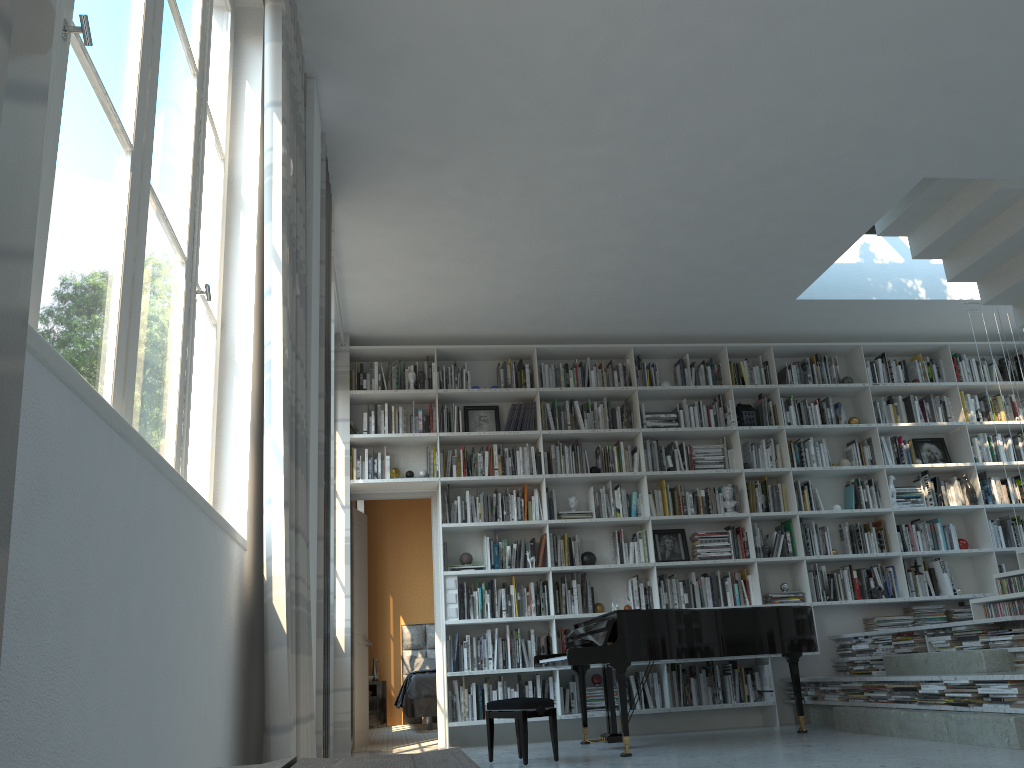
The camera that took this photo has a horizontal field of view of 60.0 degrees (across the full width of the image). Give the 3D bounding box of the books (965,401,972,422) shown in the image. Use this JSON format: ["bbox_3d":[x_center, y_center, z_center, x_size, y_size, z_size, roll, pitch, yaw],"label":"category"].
[{"bbox_3d":[4.027,0.273,7.925,0.024,0.204,0.166,-1,-18,-8],"label":"books"}]

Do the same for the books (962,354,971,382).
[{"bbox_3d":[4.134,-0.099,8.146,0.012,0.305,0.185,-1,-18,-8],"label":"books"}]

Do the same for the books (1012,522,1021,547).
[{"bbox_3d":[4.340,1.330,7.713,0.014,0.229,0.173,-1,-18,-8],"label":"books"}]

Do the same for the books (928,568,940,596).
[{"bbox_3d":[3.523,1.684,7.485,0.031,0.238,0.172,-1,-18,-8],"label":"books"}]

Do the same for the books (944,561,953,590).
[{"bbox_3d":[3.653,1.657,7.504,0.025,0.286,0.160,-1,-18,-8],"label":"books"}]

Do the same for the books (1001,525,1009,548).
[{"bbox_3d":[4.239,1.343,7.700,0.025,0.207,0.149,-1,-18,-8],"label":"books"}]

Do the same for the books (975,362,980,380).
[{"bbox_3d":[4.238,-0.066,8.154,0.011,0.236,0.149,-1,-18,-8],"label":"books"}]

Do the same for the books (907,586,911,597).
[{"bbox_3d":[3.286,1.705,7.464,0.033,0.212,0.140,-1,-18,-8],"label":"books"}]

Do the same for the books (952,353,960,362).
[{"bbox_3d":[4.085,-0.106,8.156,0.014,0.330,0.143,-1,-18,-8],"label":"books"}]

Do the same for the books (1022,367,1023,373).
[{"bbox_3d":[4.680,-0.048,8.203,0.036,0.182,0.162,-1,-18,-8],"label":"books"}]

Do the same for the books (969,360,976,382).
[{"bbox_3d":[4.192,-0.076,8.152,0.022,0.258,0.164,-1,-18,-8],"label":"books"}]

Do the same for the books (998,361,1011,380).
[{"bbox_3d":[4.554,-0.074,8.204,0.068,0.246,0.161,-1,-18,-8],"label":"books"}]

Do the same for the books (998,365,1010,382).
[{"bbox_3d":[4.512,-0.053,8.174,0.024,0.192,0.187,-1,-18,-8],"label":"books"}]

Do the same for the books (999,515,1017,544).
[{"bbox_3d":[4.324,1.301,7.727,0.013,0.296,0.142,-1,-18,-8],"label":"books"}]

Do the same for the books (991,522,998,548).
[{"bbox_3d":[4.135,1.329,7.681,0.037,0.235,0.153,-1,-18,-8],"label":"books"}]

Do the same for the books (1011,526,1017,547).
[{"bbox_3d":[4.306,1.347,7.710,0.027,0.200,0.164,-1,-18,-8],"label":"books"}]

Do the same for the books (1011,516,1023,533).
[{"bbox_3d":[4.398,1.303,7.727,0.011,0.283,0.161,-1,-18,-8],"label":"books"}]

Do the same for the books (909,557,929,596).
[{"bbox_3d":[3.437,1.639,7.484,0.014,0.332,0.169,-1,-18,-8],"label":"books"}]

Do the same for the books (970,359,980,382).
[{"bbox_3d":[4.217,-0.078,8.157,0.029,0.263,0.179,-1,-18,-8],"label":"books"}]

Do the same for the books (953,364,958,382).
[{"bbox_3d":[4.022,-0.053,8.133,0.025,0.222,0.137,-1,-18,-8],"label":"books"}]

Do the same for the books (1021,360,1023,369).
[{"bbox_3d":[4.703,-0.078,8.220,0.014,0.247,0.185,-1,-18,-8],"label":"books"}]

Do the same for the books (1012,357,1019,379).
[{"bbox_3d":[4.638,-0.094,8.230,0.012,0.291,0.140,-1,-18,-8],"label":"books"}]

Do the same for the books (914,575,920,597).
[{"bbox_3d":[3.366,1.702,7.464,0.025,0.209,0.137,-1,-18,-8],"label":"books"}]

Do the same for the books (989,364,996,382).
[{"bbox_3d":[4.398,-0.055,8.176,0.057,0.211,0.163,-1,-18,-8],"label":"books"}]

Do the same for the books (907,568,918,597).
[{"bbox_3d":[3.347,1.682,7.456,0.015,0.242,0.157,-1,-18,-8],"label":"books"}]

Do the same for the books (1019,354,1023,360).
[{"bbox_3d":[4.737,-0.107,8.253,0.014,0.318,0.144,-1,-18,-8],"label":"books"}]

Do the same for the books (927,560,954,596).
[{"bbox_3d":[3.579,1.645,7.460,0.075,0.290,0.256,-1,-18,-8],"label":"books"}]

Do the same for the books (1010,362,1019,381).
[{"bbox_3d":[4.597,-0.066,8.186,0.012,0.215,0.193,-1,-18,-8],"label":"books"}]

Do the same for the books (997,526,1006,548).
[{"bbox_3d":[4.191,1.343,7.680,0.029,0.201,0.173,-1,-18,-8],"label":"books"}]

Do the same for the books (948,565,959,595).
[{"bbox_3d":[3.695,1.666,7.517,0.062,0.273,0.148,-1,-18,-8],"label":"books"}]

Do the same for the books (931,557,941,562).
[{"bbox_3d":[3.630,1.646,7.528,0.012,0.325,0.137,-1,-18,-8],"label":"books"}]

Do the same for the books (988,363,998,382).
[{"bbox_3d":[4.429,-0.063,8.197,0.010,0.235,0.132,-1,-18,-8],"label":"books"}]

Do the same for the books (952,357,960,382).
[{"bbox_3d":[4.041,-0.088,8.131,0.013,0.285,0.151,-1,-18,-8],"label":"books"}]

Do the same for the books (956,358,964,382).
[{"bbox_3d":[4.056,-0.084,8.118,0.012,0.268,0.185,-1,-18,-8],"label":"books"}]

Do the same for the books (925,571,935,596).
[{"bbox_3d":[3.474,1.694,7.471,0.052,0.216,0.185,-1,-18,-8],"label":"books"}]

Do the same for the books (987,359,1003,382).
[{"bbox_3d":[4.461,-0.084,8.205,0.069,0.276,0.132,-1,-18,-8],"label":"books"}]

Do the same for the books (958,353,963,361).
[{"bbox_3d":[4.120,-0.103,8.162,0.012,0.325,0.152,-1,-18,-8],"label":"books"}]

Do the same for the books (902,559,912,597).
[{"bbox_3d":[3.306,1.650,7.483,0.013,0.326,0.131,-1,-18,-8],"label":"books"}]

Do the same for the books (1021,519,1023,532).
[{"bbox_3d":[4.431,1.320,7.737,0.012,0.253,0.161,-1,-18,-8],"label":"books"}]

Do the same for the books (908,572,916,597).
[{"bbox_3d":[3.328,1.700,7.459,0.023,0.213,0.164,-1,-18,-8],"label":"books"}]

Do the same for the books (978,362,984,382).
[{"bbox_3d":[4.282,-0.066,8.162,0.025,0.236,0.144,-1,-18,-8],"label":"books"}]

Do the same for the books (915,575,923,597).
[{"bbox_3d":[3.394,1.712,7.465,0.030,0.187,0.140,-1,-18,-8],"label":"books"}]

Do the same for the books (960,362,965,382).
[{"bbox_3d":[4.073,-0.064,8.118,0.022,0.228,0.175,-1,-18,-8],"label":"books"}]

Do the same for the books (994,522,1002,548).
[{"bbox_3d":[4.164,1.326,7.687,0.022,0.241,0.152,-1,-18,-8],"label":"books"}]

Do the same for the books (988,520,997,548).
[{"bbox_3d":[4.105,1.319,7.673,0.024,0.251,0.176,-1,-18,-8],"label":"books"}]

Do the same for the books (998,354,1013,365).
[{"bbox_3d":[4.604,-0.105,8.224,0.014,0.312,0.162,-1,-18,-8],"label":"books"}]

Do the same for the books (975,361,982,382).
[{"bbox_3d":[4.255,-0.069,8.168,0.027,0.249,0.155,-1,-18,-8],"label":"books"}]

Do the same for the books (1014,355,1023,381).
[{"bbox_3d":[4.655,-0.101,8.202,0.014,0.285,0.190,-1,-18,-8],"label":"books"}]

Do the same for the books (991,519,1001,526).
[{"bbox_3d":[4.212,1.318,7.711,0.024,0.266,0.133,-1,-18,-8],"label":"books"}]

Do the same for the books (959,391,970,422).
[{"bbox_3d":[4.007,0.231,7.935,0.010,0.293,0.183,-1,-18,-8],"label":"books"}]

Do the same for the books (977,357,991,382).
[{"bbox_3d":[4.346,-0.087,8.188,0.012,0.284,0.160,-1,-18,-8],"label":"books"}]

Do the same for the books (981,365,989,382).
[{"bbox_3d":[4.322,-0.052,8.166,0.026,0.207,0.163,-1,-18,-8],"label":"books"}]

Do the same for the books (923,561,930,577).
[{"bbox_3d":[3.499,1.659,7.509,0.010,0.303,0.132,-1,-18,-8],"label":"books"}]

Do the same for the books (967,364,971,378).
[{"bbox_3d":[4.147,-0.075,8.149,0.014,0.259,0.168,-1,-18,-8],"label":"books"}]

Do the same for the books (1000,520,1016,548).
[{"bbox_3d":[4.268,1.316,7.685,0.027,0.247,0.184,-1,-18,-8],"label":"books"}]

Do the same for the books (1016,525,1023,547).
[{"bbox_3d":[4.386,1.338,7.704,0.021,0.204,0.175,-1,-18,-8],"label":"books"}]

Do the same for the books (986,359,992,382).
[{"bbox_3d":[4.360,-0.078,8.182,0.015,0.262,0.144,-1,-18,-8],"label":"books"}]

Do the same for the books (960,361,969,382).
[{"bbox_3d":[4.107,-0.069,8.132,0.023,0.243,0.183,-1,-18,-8],"label":"books"}]

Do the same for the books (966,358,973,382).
[{"bbox_3d":[4.166,-0.082,8.155,0.027,0.274,0.149,-1,-18,-8],"label":"books"}]

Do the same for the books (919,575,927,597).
[{"bbox_3d":[3.422,1.711,7.462,0.024,0.184,0.149,-1,-18,-8],"label":"books"}]
